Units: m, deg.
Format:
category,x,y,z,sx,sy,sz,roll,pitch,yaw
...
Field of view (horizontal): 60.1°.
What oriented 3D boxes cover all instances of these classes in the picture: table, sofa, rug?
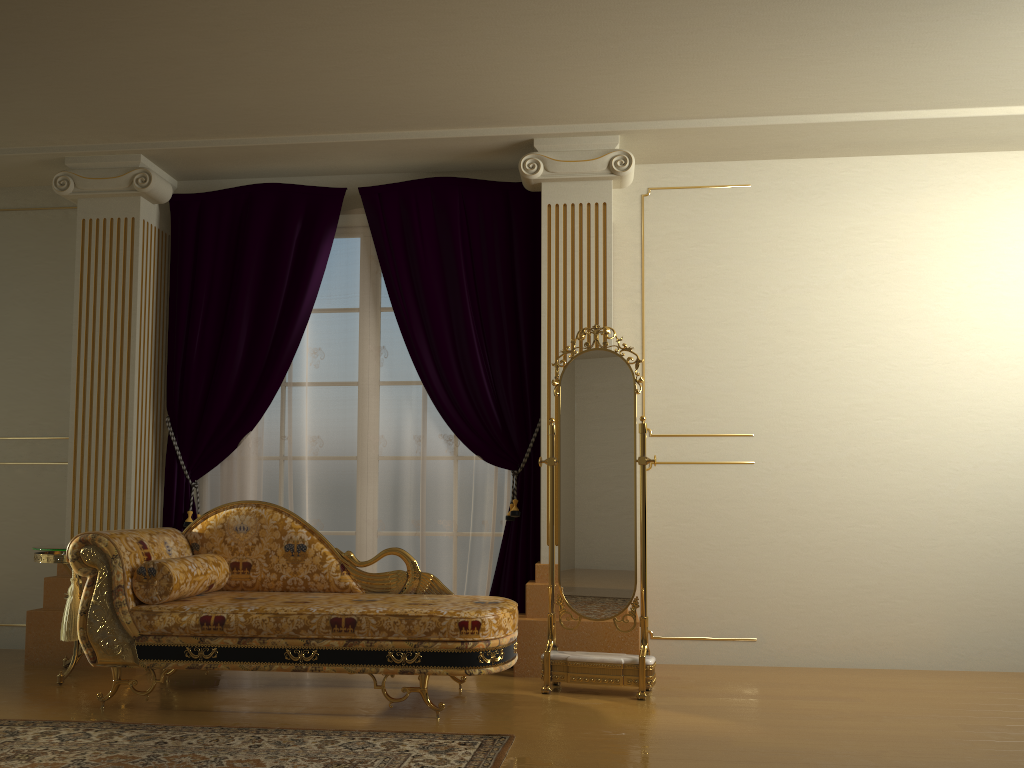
category,x,y,z,sx,sy,sz,roll,pitch,yaw
table,-2.077,1.128,4.405,0.573,0.639,0.573,5,-7,-39
sofa,-0.916,0.945,3.889,1.893,0.866,0.697,-1,-5,6
rug,-1.200,1.093,1.845,2.117,0.017,3.099,-1,-8,6

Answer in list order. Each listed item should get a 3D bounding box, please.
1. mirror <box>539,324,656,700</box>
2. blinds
category,x,y,z,sx,sy,sz,roll,pitch,yaw
mirror,0.392,0.561,4.080,0.541,1.691,0.244,-1,-4,16
blinds,-0.880,0.196,4.911,2.235,2.639,0.341,0,-4,7
